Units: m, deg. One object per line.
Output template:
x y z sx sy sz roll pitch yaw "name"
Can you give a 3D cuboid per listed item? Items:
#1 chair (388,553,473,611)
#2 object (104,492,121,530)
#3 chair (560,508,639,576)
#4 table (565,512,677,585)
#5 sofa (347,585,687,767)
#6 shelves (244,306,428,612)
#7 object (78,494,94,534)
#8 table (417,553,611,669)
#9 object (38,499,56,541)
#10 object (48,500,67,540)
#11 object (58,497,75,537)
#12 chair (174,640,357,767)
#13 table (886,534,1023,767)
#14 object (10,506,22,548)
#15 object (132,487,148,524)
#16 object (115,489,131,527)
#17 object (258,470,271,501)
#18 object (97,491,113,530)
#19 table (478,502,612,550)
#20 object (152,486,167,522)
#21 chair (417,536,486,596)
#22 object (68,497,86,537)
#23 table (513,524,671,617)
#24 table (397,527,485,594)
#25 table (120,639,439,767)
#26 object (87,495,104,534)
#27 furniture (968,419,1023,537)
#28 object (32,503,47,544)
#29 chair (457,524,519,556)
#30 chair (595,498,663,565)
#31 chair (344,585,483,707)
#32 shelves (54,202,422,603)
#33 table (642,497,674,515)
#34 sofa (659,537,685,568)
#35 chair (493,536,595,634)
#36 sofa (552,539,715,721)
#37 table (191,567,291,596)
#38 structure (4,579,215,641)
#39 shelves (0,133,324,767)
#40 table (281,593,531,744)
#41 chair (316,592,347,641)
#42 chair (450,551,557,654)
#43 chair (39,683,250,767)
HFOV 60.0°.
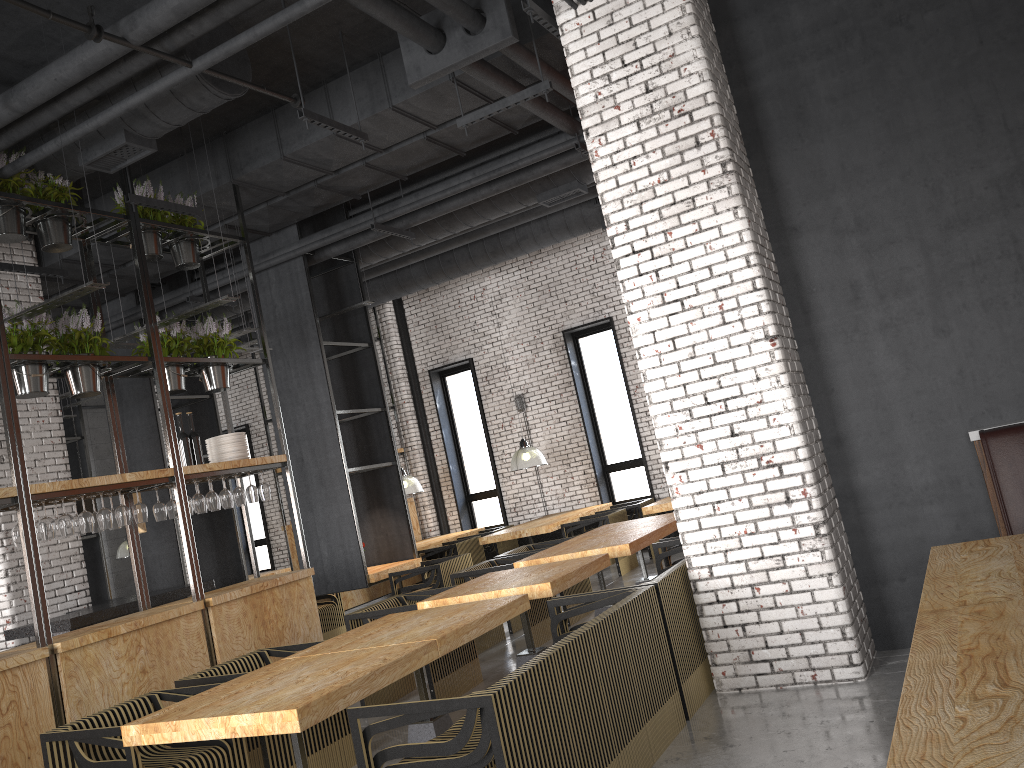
-0.790 2.244 9.319 0.637 0.732 0.657 -15 -7 25 "chair"
-2.943 0.938 6.534 0.100 0.268 0.101 -18 -9 40 "object"
1.084 1.995 10.939 0.637 0.732 0.657 -15 -7 25 "chair"
1.207 1.668 8.152 0.998 0.765 0.996 -15 -7 26 "table"
0.140 1.497 3.967 0.639 0.732 1.805 -16 -7 26 "sofa"
-2.582 0.813 13.130 0.688 5.030 2.332 -16 -7 26 "shelves"
-2.897 0.875 6.015 0.100 0.268 0.101 -18 -9 40 "object"
0.108 1.697 6.045 0.998 0.765 0.996 -15 -7 26 "table"
-3.028 0.878 5.760 0.100 0.268 0.101 -18 -9 40 "object"
-3.144 0.943 6.141 0.100 0.268 0.101 -18 -9 40 "object"
-2.965 0.877 5.883 0.100 0.268 0.101 -18 -9 40 "object"
-1.402 1.952 5.099 0.637 0.732 0.657 -16 -7 29 "chair"
1.382 0.979 1.726 0.998 0.765 4.135 -15 -6 26 "table"
-3.275 0.946 5.886 0.100 0.268 0.101 -18 -9 40 "object"
-2.695 0.871 6.408 0.100 0.268 0.101 -18 -9 40 "object"
-2.763 0.872 6.277 0.100 0.268 0.101 -18 -9 40 "object"
-2.114 0.857 7.542 0.101 0.268 0.100 -11 -7 -10 "object"
-2.830 0.874 6.146 0.100 0.268 0.101 -18 -9 40 "object"
0.576 2.174 11.771 0.998 0.765 2.116 -15 -7 26 "table"
-2.752 0.934 6.906 0.101 0.268 0.100 -9 -7 -27 "object"
-0.773 2.502 11.899 0.637 0.732 0.657 -16 -7 27 "chair"
-3.077 0.941 6.272 0.100 0.268 0.101 -18 -9 40 "object"
0.749 1.679 7.259 0.998 0.765 0.996 -15 -7 26 "table"
-1.249 2.670 12.702 0.998 0.765 2.116 -15 -7 26 "table"
-0.944 1.721 3.993 0.998 0.765 0.996 -15 -7 26 "table"
-3.010 0.939 6.403 0.100 0.268 0.101 -18 -9 40 "object"
1.942 0.625 1.425 1.913 1.153 6.763 -15 -6 26 "furniture"
-3.212 0.944 6.010 0.100 0.268 0.101 -18 -9 40 "object"
-0.315 2.495 12.834 0.637 0.732 0.657 -15 -7 25 "chair"
1.585 1.977 11.853 0.637 0.732 0.657 -15 -7 24 "chair"
-0.708 1.938 6.473 0.637 0.732 0.657 -15 -7 25 "chair"
-4.316 0.675 11.138 6.134 4.377 1.003 -15 -7 26 "shelves"
2.476 1.656 10.801 0.998 0.765 2.116 -15 -7 26 "table"
1.882 1.457 7.365 0.639 0.732 1.805 -16 -7 26 "sofa"
0.323 1.914 8.483 0.637 0.732 0.657 -15 -7 26 "chair"
0.987 1.478 5.619 0.639 0.732 1.805 -16 -7 26 "sofa"
-5.408 3.777 14.575 4.126 0.765 1.000 -15 -7 26 "table"
-6.270 2.916 7.849 5.863 1.537 4.310 -15 -6 26 "structure"
-3.111 0.233 6.249 0.688 5.030 3.659 -16 -7 26 "shelves"
-0.487 1.711 4.885 0.998 0.765 0.996 -15 -7 26 "table"
-2.366 2.670 10.090 0.637 0.732 0.657 -16 -7 29 "chair"
-0.037 1.920 7.752 0.637 0.732 0.657 -16 -7 27 "chair"
-1.766 1.957 4.359 0.637 0.732 0.657 -16 -7 27 "chair"
